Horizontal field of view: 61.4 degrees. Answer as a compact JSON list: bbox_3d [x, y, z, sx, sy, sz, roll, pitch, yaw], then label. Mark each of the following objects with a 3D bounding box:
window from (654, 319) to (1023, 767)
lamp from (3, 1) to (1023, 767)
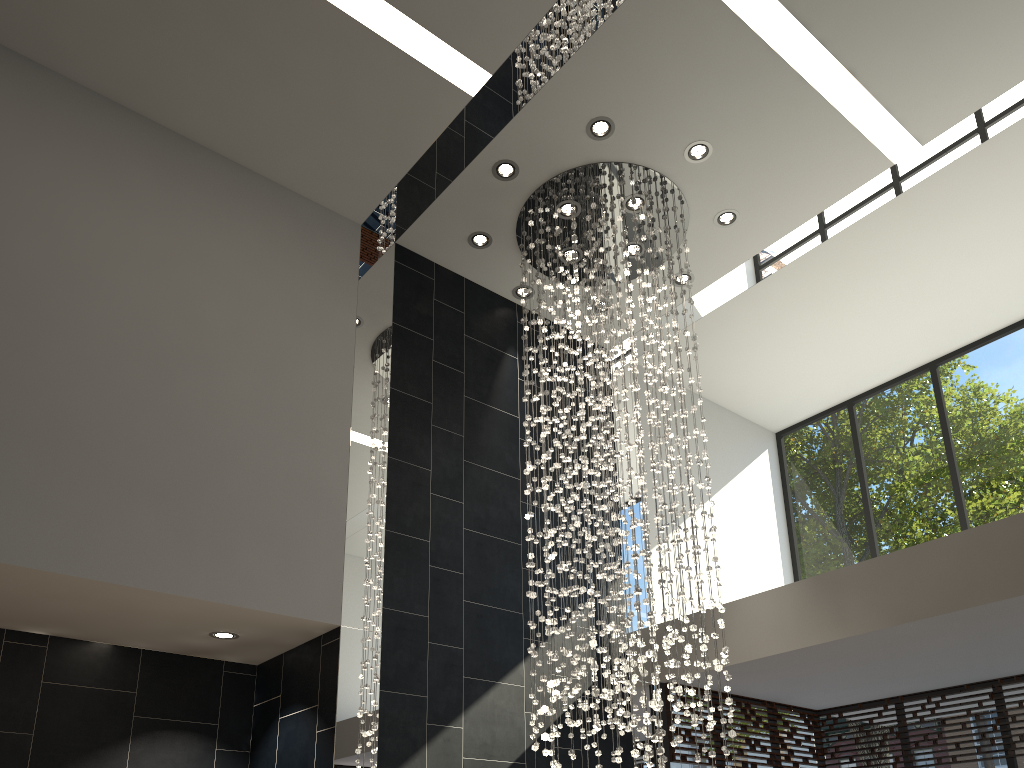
[{"bbox_3d":[4.035,1.428,5.742,2.429,5.489,6.500,15,-30,-35],"label":"window"},{"bbox_3d":[-3.601,-40.358,14.414,400.762,104.827,434.789,6,-30,-12],"label":"lamp"}]
